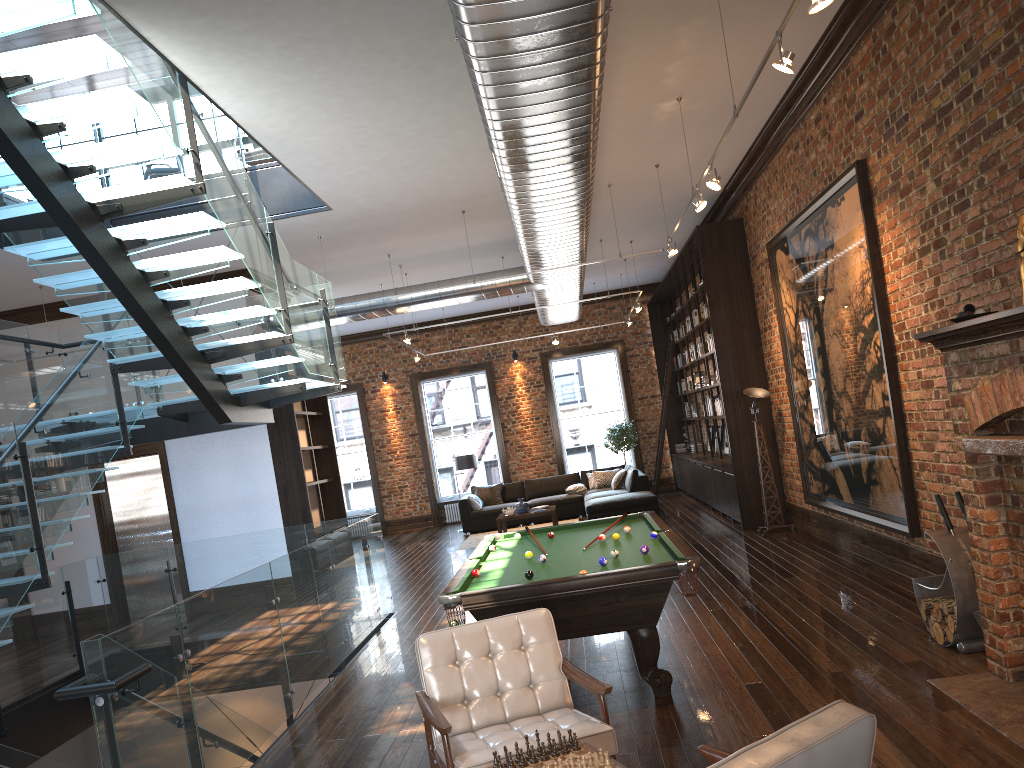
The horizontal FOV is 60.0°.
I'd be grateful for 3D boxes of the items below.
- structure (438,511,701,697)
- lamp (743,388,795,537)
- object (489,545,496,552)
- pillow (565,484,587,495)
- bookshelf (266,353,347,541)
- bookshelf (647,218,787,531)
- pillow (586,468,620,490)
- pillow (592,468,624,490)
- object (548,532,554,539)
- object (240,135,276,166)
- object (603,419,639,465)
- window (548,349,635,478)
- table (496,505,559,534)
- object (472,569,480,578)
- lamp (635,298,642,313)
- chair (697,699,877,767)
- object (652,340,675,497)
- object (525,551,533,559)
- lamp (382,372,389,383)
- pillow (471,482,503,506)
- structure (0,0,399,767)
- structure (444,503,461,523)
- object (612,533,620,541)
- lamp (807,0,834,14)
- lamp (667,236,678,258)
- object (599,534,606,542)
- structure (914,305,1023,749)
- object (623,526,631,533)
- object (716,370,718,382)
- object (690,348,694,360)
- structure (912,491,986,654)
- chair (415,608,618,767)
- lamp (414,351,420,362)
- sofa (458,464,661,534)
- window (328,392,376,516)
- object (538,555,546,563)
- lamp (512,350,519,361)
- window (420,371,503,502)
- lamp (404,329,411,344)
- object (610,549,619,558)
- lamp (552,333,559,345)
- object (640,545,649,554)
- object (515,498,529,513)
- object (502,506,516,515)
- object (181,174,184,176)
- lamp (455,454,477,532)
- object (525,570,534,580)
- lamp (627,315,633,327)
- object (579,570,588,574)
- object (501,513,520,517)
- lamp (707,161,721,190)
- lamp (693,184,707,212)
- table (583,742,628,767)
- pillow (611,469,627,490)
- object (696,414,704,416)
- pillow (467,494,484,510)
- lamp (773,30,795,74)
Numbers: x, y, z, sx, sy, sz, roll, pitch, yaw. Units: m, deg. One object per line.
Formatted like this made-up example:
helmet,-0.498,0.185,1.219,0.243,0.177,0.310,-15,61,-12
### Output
structure,0.481,1.597,6.565,1.554,0.852,2.956,-9,-3,3
lamp,3.137,0.935,10.913,0.426,1.829,0.504,-9,1,9
object,-0.156,1.332,7.182,0.057,0.057,0.057,-9,-1,2
pillow,1.217,2.017,16.913,0.409,0.204,0.611,-9,-3,1
bookshelf,-2.927,1.148,12.725,0.401,3.521,1.779,-9,1,3
bookshelf,3.229,0.064,15.162,0.601,4.001,7.406,-9,-2,3
pillow,1.783,1.839,17.078,0.704,0.338,0.269,-9,0,5
pillow,1.840,1.792,16.893,0.612,0.362,0.287,-9,0,8
object,0.327,1.270,7.445,0.056,0.057,0.057,-8,-1,-38
object,-2.919,-2.659,10.454,0.542,0.770,0.518,-9,0,14
object,2.357,1.665,18.680,0.814,1.867,0.797,-9,1,12
window,1.744,0.709,19.342,1.521,2.756,0.154,-9,2,4
table,0.283,2.394,15.411,1.001,0.345,1.000,-9,-3,4
object,-0.241,1.274,5.968,0.057,0.057,0.057,-8,-1,-39
lamp,2.035,-1.266,14.301,0.113,0.230,0.114,-9,1,-21
chair,0.551,1.340,2.454,0.763,0.867,0.746,-9,-1,-36
object,3.037,0.729,17.805,0.897,3.080,0.494,-9,1,4
object,0.123,1.245,6.457,0.057,0.057,0.056,-10,-1,41
lamp,-2.758,-0.142,19.206,0.126,0.237,0.155,-9,0,4
pillow,-0.499,2.167,17.277,0.701,0.440,0.304,-9,0,4
structure,-3.358,0.829,6.206,3.579,14.512,7.032,-9,1,3
structure,-0.844,2.738,19.308,1.302,0.396,0.215,-9,0,4
object,0.785,1.153,6.689,0.057,0.057,0.057,-9,-1,4
lamp,1.362,-1.771,3.946,0.116,0.213,0.118,-9,1,-45
lamp,1.736,-1.491,9.626,0.114,0.230,0.113,-9,1,18
object,0.688,1.172,6.754,0.057,0.057,0.057,-9,-1,-31
structure,2.517,0.588,3.942,0.888,1.908,1.998,-9,-1,3
object,0.909,1.152,7.004,0.056,0.057,0.057,-8,-1,-41
object,3.138,-0.160,13.492,0.069,0.289,0.117,-9,1,-4
object,3.240,-0.527,15.955,0.075,0.255,0.087,-9,1,-7
structure,2.822,1.115,5.369,0.538,0.920,0.926,-9,-1,4
chair,0.014,1.511,3.921,0.765,0.867,0.744,-9,-1,-16
lamp,-1.774,-0.526,16.585,0.114,0.230,0.113,-8,1,44
sofa,0.707,2.125,15.908,3.503,0.804,3.449,-9,-3,4
window,-3.892,1.630,19.746,1.521,2.756,0.154,-9,2,4
object,0.211,1.213,6.155,0.057,0.057,0.057,-9,-1,-26
lamp,0.065,-0.604,19.003,0.126,0.237,0.155,-9,0,4
window,-1.075,1.170,19.544,1.521,2.756,0.154,-9,2,4
lamp,-1.622,-0.723,13.631,0.114,0.230,0.113,-9,1,24
object,0.679,1.122,5.860,0.057,0.057,0.056,-10,-1,43
lamp,0.848,-0.892,17.461,0.113,0.230,0.114,-9,1,-27
object,0.872,1.089,5.830,0.057,0.057,0.056,-9,-1,26
object,0.169,2.106,15.338,0.217,0.251,0.213,-9,-1,37
object,-0.029,2.175,15.188,0.216,0.160,0.220,-7,-2,-44
object,-4.207,-2.448,10.552,0.537,0.770,0.522,-9,0,-26
lamp,-0.909,2.126,17.205,0.691,1.468,0.416,-9,1,33
object,0.108,1.194,5.546,0.057,0.057,0.057,-9,-1,8
lamp,2.167,-1.170,16.302,0.114,0.230,0.113,-8,1,43
object,0.423,1.125,5.221,0.057,0.057,0.057,-9,-1,22
object,-0.028,2.246,15.180,0.268,0.018,0.200,-11,-4,27
lamp,1.561,-1.622,6.903,0.114,0.230,0.113,-9,1,33
lamp,1.603,-1.590,7.567,0.113,0.230,0.114,-9,1,-17
table,0.177,1.624,3.122,0.514,0.495,0.465,-9,-1,-21
pillow,1.982,1.776,16.416,0.314,0.355,0.629,-9,-2,3
object,3.649,0.597,17.137,0.161,0.005,0.288,-9,-3,3
pillow,-0.684,2.251,16.905,0.244,0.305,0.573,-9,-2,4
lamp,1.408,-1.730,4.634,0.113,0.230,0.114,-9,1,-22
